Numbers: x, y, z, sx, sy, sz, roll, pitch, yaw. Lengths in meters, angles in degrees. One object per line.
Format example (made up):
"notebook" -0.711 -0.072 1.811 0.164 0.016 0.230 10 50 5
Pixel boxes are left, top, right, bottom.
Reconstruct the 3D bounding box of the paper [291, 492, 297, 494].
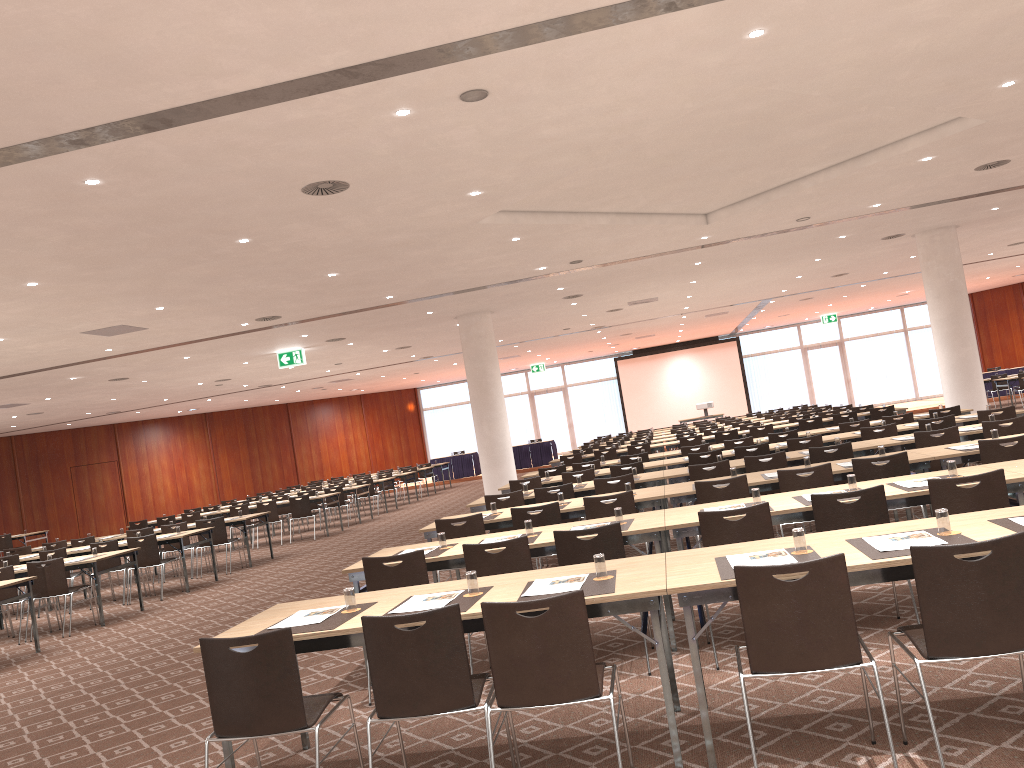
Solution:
"paper" -5.841 2.867 23.052 0.460 0.003 0.565 -10 -3 11

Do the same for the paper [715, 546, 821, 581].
"paper" 1.187 0.826 4.113 0.460 0.003 0.565 -10 -3 10

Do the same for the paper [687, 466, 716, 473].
"paper" 2.220 0.949 10.043 0.460 0.003 0.565 -10 -3 10

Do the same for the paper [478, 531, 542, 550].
"paper" -0.039 1.131 6.373 0.460 0.003 0.565 -9 -3 8

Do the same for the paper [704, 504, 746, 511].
"paper" 1.486 0.875 6.187 0.284 0.006 0.398 -10 -3 10

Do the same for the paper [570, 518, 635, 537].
"paper" 0.615 1.022 6.279 0.460 0.003 0.565 -10 -3 12

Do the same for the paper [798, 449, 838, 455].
"paper" 3.458 0.741 9.835 0.460 0.003 0.565 -9 -3 8

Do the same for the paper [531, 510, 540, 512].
"paper" 0.261 1.178 8.411 0.284 0.006 0.398 -9 -3 8

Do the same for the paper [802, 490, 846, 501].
"paper" 2.153 0.762 6.068 0.284 0.006 0.398 -10 -3 10

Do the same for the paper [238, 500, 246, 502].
"paper" -7.154 3.087 23.347 0.284 0.006 0.398 -9 -3 9

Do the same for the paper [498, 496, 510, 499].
"paper" -0.022 1.324 10.489 0.284 0.006 0.398 -10 -3 10

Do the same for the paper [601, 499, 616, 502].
"paper" 0.890 1.072 8.302 0.283 0.006 0.398 -9 -3 7

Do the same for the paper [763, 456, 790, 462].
"paper" 2.841 0.843 9.914 0.460 0.003 0.565 -10 -3 10

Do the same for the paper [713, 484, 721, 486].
"paper" 1.846 0.913 8.158 0.284 0.006 0.398 -9 -3 9

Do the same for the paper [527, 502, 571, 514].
"paper" 0.297 1.174 8.368 0.460 0.003 0.565 -10 -3 12

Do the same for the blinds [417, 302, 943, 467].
"blinds" 7.196 0.246 36.999 22.858 3.815 0.115 -10 -2 9

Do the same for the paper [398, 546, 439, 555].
"paper" -0.714 1.244 6.564 0.284 0.006 0.398 -10 -3 11

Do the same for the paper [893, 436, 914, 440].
"paper" 4.372 0.587 9.740 0.284 0.006 0.398 -9 -3 8

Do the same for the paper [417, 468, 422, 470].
"paper" -2.966 2.581 26.615 0.460 0.003 0.565 -9 -3 7

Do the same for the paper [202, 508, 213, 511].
"paper" -7.455 3.039 21.289 0.460 0.003 0.565 -9 -3 7

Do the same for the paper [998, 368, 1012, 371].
"paper" 16.035 -0.461 29.082 0.460 0.003 0.565 -10 -3 9

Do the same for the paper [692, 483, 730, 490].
"paper" 1.875 0.908 8.072 0.460 0.003 0.565 -10 -3 11

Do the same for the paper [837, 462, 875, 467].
"paper" 3.079 0.704 7.919 0.284 0.006 0.398 -9 -3 8

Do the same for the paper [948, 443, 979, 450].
"paper" 4.031 0.546 7.780 0.284 0.006 0.398 -10 -3 10

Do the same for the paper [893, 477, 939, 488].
"paper" 2.763 0.660 5.969 0.284 0.006 0.398 -10 -3 9

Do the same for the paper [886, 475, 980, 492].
"paper" 2.796 0.656 5.898 0.460 0.003 0.565 -9 -3 9

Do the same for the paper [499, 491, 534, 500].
"paper" 0.003 1.320 10.412 0.460 0.003 0.565 -10 -3 9

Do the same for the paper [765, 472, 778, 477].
"paper" 2.453 0.810 8.040 0.284 0.006 0.398 -9 -3 9

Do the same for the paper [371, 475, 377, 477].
"paper" -4.247 2.795 26.902 0.284 0.006 0.398 -10 -3 10

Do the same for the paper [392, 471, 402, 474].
"paper" -3.576 2.683 26.716 0.460 0.003 0.565 -9 -3 7

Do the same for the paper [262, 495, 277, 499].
"paper" -6.453 2.969 23.154 0.460 0.003 0.565 -10 -3 10

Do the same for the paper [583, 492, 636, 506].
"paper" 0.910 1.070 8.239 0.460 0.003 0.565 -10 -3 10

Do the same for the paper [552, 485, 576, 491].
"paper" 0.591 1.221 10.381 0.284 0.006 0.398 -9 -3 8

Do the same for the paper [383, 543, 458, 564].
"paper" -0.683 1.239 6.490 0.460 0.003 0.565 -10 -3 11

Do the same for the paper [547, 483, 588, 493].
"paper" 0.629 1.216 10.315 0.460 0.003 0.565 -10 -3 10

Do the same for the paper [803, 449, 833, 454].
"paper" 3.414 0.748 9.907 0.284 0.006 0.398 -10 -3 9

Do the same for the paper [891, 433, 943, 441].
"paper" 4.433 0.578 9.679 0.460 0.003 0.565 -10 -3 9

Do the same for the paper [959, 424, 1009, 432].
"paper" 5.041 0.475 9.566 0.460 0.003 0.565 -9 -3 9

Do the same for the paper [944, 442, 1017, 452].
"paper" 4.085 0.537 7.703 0.460 0.003 0.565 -9 -3 9

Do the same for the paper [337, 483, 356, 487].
"paper" -4.279 2.606 22.821 0.460 0.003 0.565 -9 -3 6

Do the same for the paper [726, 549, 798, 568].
"paper" 1.174 0.828 4.195 0.283 0.006 0.398 -9 -3 8

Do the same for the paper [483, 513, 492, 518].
"paper" -0.371 1.284 8.512 0.284 0.006 0.398 -10 -3 11

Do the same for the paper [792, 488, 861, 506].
"paper" 2.171 0.760 5.993 0.460 0.003 0.565 -9 -3 8

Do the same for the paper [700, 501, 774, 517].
"paper" 1.533 0.867 6.094 0.460 0.003 0.565 -10 -3 10

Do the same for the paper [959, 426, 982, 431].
"paper" 4.999 0.481 9.632 0.283 0.006 0.398 -9 -3 7

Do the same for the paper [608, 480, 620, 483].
"paper" 1.209 1.117 10.259 0.284 0.006 0.398 -10 -3 10

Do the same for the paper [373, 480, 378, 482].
"paper" -3.647 2.499 22.685 0.460 0.003 0.565 -10 -3 9

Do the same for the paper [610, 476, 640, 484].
"paper" 1.241 1.113 10.208 0.460 0.003 0.565 -10 -3 9

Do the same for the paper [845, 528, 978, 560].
"paper" 1.814 0.722 4.038 0.460 0.003 0.565 -10 -3 9

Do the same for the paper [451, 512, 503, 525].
"paper" -0.350 1.280 8.427 0.460 0.003 0.565 -9 -3 9

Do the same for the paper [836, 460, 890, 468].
"paper" 3.157 0.694 7.870 0.460 0.003 0.565 -10 -3 12

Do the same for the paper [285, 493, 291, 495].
"paper" -5.883 2.874 23.153 0.283 0.006 0.398 -9 -3 8

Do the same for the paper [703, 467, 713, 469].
"paper" 2.162 0.958 10.135 0.284 0.006 0.398 -10 -3 11

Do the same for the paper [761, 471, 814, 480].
"paper" 2.495 0.805 7.988 0.460 0.003 0.565 -10 -3 11

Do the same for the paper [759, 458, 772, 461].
"paper" 2.810 0.849 10.003 0.283 0.006 0.398 -9 -3 7

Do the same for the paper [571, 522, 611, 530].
"paper" 0.547 1.031 6.324 0.284 0.006 0.398 -10 -3 11

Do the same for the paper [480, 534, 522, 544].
"paper" -0.095 1.140 6.459 0.284 0.006 0.398 -10 -3 10
